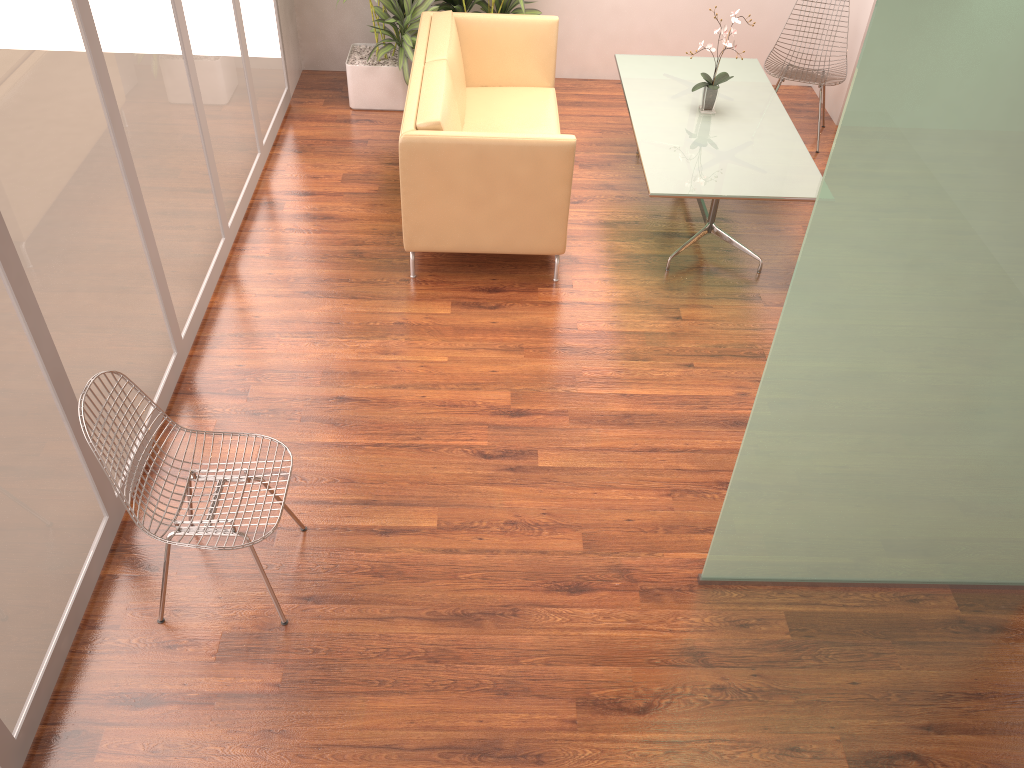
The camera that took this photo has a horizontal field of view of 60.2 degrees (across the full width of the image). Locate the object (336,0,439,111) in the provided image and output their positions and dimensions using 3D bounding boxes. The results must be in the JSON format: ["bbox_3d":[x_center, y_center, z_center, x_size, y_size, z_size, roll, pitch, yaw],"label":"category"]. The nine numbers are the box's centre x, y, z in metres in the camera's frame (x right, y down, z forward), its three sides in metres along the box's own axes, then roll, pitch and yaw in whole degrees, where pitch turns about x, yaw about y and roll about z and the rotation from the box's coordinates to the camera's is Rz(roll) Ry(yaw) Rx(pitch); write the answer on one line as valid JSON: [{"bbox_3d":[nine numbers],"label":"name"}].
[{"bbox_3d":[-0.867,-2.914,5.742,0.963,2.208,1.032,14,43,12],"label":"object"}]

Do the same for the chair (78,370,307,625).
[{"bbox_3d":[-1.053,0.368,3.033,0.561,0.945,0.517,1,42,-2],"label":"chair"}]

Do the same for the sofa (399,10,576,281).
[{"bbox_3d":[-0.138,-1.465,5.161,0.878,0.879,1.716,1,42,-2],"label":"sofa"}]

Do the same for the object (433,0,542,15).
[{"bbox_3d":[-0.191,-2.909,5.772,1.079,2.208,0.922,10,43,8],"label":"object"}]

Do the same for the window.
[{"bbox_3d":[-1.474,-0.720,2.313,0.062,3.442,8.155,1,42,-2],"label":"window"}]

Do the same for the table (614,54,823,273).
[{"bbox_3d":[1.136,-1.323,5.287,0.939,0.588,1.782,1,42,-2],"label":"table"}]

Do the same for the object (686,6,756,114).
[{"bbox_3d":[1.185,-1.823,4.941,0.370,0.618,0.284,-3,43,-6],"label":"object"}]

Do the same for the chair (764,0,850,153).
[{"bbox_3d":[1.991,-2.145,5.978,0.541,0.945,0.536,15,44,13],"label":"chair"}]
